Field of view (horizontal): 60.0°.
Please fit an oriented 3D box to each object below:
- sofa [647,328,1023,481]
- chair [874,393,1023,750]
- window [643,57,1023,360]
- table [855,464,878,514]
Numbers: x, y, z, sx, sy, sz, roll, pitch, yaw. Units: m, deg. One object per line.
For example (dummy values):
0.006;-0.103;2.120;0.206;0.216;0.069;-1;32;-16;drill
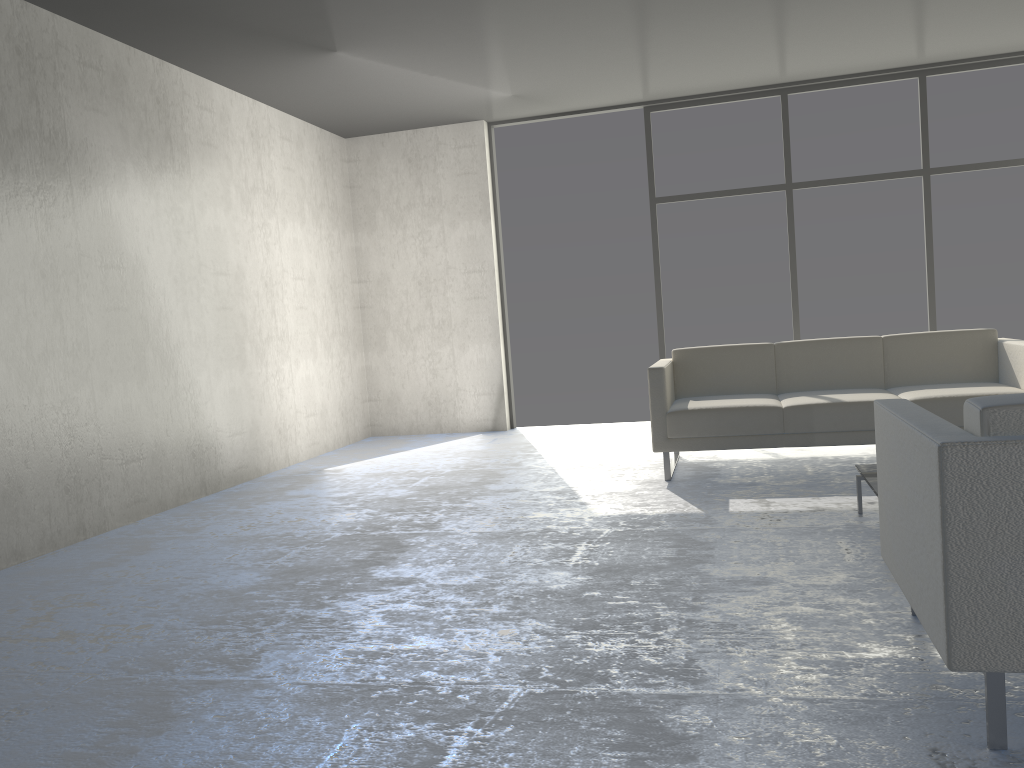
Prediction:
1.718;0.093;4.722;1.881;0.658;0.821;-3;4;14;sofa
1.272;0.316;1.969;0.748;0.662;0.821;-3;4;14;chair
3.096;-1.048;6.518;4.080;2.477;0.037;-3;4;14;window
1.698;0.436;3.199;0.773;0.190;0.730;-3;4;14;table
